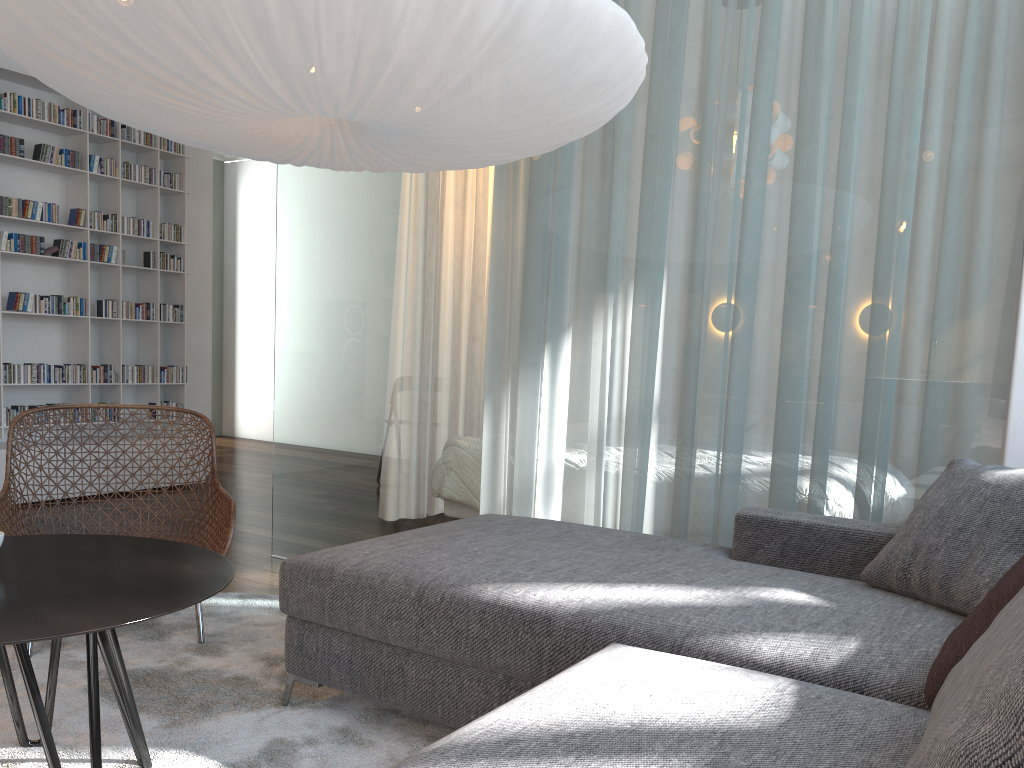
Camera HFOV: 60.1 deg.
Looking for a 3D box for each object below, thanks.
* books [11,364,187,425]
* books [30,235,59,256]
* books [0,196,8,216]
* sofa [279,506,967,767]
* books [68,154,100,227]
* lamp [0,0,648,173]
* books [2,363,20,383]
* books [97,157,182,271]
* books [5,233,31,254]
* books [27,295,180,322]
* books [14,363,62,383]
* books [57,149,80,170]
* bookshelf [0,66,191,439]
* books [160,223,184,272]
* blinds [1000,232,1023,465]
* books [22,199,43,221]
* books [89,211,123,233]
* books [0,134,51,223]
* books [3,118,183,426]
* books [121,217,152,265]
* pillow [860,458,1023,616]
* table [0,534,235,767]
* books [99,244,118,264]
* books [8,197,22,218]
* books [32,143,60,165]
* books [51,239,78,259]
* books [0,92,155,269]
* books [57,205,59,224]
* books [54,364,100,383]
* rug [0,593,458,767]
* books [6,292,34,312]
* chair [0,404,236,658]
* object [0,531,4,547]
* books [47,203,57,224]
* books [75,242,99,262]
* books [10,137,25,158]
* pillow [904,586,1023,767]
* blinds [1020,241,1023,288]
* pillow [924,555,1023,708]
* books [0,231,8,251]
[{"bbox_3d":[-2.519,0.055,5.473,0.114,0.351,1.130,6,4,33],"label":"books"},{"bbox_3d":[-2.688,-0.784,5.064,0.089,0.107,0.163,5,4,33],"label":"books"},{"bbox_3d":[-2.832,-0.973,4.815,0.099,0.105,0.138,5,4,32],"label":"books"},{"bbox_3d":[-0.082,0.581,1.313,2.033,0.676,3.060,4,3,33],"label":"sofa"},{"bbox_3d":[-2.535,-1.140,5.237,0.089,0.434,0.155,6,7,33],"label":"books"},{"bbox_3d":[-0.427,-0.681,2.091,1.471,0.211,1.461,2,2,-20],"label":"lamp"},{"bbox_3d":[-2.882,-0.061,4.899,0.099,0.113,0.267,5,4,32],"label":"books"},{"bbox_3d":[-2.341,-1.049,5.553,0.114,0.630,0.567,6,6,33],"label":"books"},{"bbox_3d":[-2.772,-0.784,4.939,0.099,0.105,0.131,5,4,32],"label":"books"},{"bbox_3d":[-2.748,-0.462,5.034,0.114,0.115,1.920,5,3,33],"label":"books"},{"bbox_3d":[-2.743,-0.062,5.111,0.114,0.113,0.233,5,4,33],"label":"books"},{"bbox_3d":[-2.588,-1.301,5.129,0.099,0.105,0.131,5,4,32],"label":"books"},{"bbox_3d":[-2.782,-0.738,5.025,0.226,2.088,2.079,6,6,33],"label":"bookshelf"},{"bbox_3d":[-2.239,-0.887,5.736,0.114,0.302,0.182,6,6,33],"label":"books"},{"bbox_3d":[0.664,-0.529,2.879,1.801,2.755,0.152,6,7,35],"label":"blinds"},{"bbox_3d":[-2.720,-0.976,4.983,0.089,0.109,0.118,5,5,33],"label":"books"},{"bbox_3d":[-2.479,-0.978,5.352,0.101,0.113,0.231,5,4,33],"label":"books"},{"bbox_3d":[-2.755,-1.136,4.908,0.100,0.434,0.349,6,6,32],"label":"books"},{"bbox_3d":[-2.733,-0.680,5.020,0.114,1.832,1.947,6,5,33],"label":"books"},{"bbox_3d":[-2.374,-0.886,5.531,0.114,0.302,0.230,6,6,33],"label":"books"},{"bbox_3d":[1.072,0.330,1.998,0.347,0.362,0.512,1,4,-18],"label":"pillow"},{"bbox_3d":[-1.008,0.624,1.792,0.844,0.476,0.845,5,4,35],"label":"table"},{"bbox_3d":[-2.477,-0.788,5.385,0.089,0.109,0.118,5,5,33],"label":"books"},{"bbox_3d":[-2.773,-0.974,4.902,0.089,0.109,0.074,5,6,33],"label":"books"},{"bbox_3d":[-2.651,-1.301,5.032,0.089,0.109,0.118,5,5,33],"label":"books"},{"bbox_3d":[-2.616,-0.787,5.174,0.089,0.109,0.118,5,5,33],"label":"books"},{"bbox_3d":[-2.768,-1.161,4.884,0.114,0.863,1.749,6,4,33],"label":"books"},{"bbox_3d":[-2.937,-1.136,4.627,0.101,0.434,1.121,6,4,33],"label":"books"},{"bbox_3d":[-2.759,-0.062,5.086,0.114,0.113,0.763,5,3,33],"label":"books"},{"bbox_3d":[-1.027,0.849,1.977,2.834,0.012,2.825,3,2,13],"label":"rug"},{"bbox_3d":[-2.773,-0.462,4.991,0.089,0.109,0.118,5,5,33],"label":"books"},{"bbox_3d":[-1.320,0.443,2.951,0.718,0.714,0.681,1,4,-24],"label":"chair"},{"bbox_3d":[-1.120,0.345,1.849,0.091,0.069,0.138,-1,4,-45],"label":"object"},{"bbox_3d":[-2.808,-1.141,4.825,0.100,0.441,0.619,6,5,33],"label":"books"},{"bbox_3d":[-2.550,-0.786,5.277,0.098,0.105,0.144,5,4,32],"label":"books"},{"bbox_3d":[-2.749,-1.300,4.883,0.089,0.105,0.074,5,5,33],"label":"books"},{"bbox_3d":[0.578,0.331,0.940,0.291,0.400,0.665,5,4,33],"label":"pillow"},{"bbox_3d":[2.664,-0.849,4.491,0.132,2.049,1.191,7,7,35],"label":"blinds"},{"bbox_3d":[0.888,0.327,1.454,0.310,0.406,0.520,6,5,35],"label":"pillow"},{"bbox_3d":[-2.846,-0.785,4.824,0.089,0.111,0.157,5,4,33],"label":"books"}]
